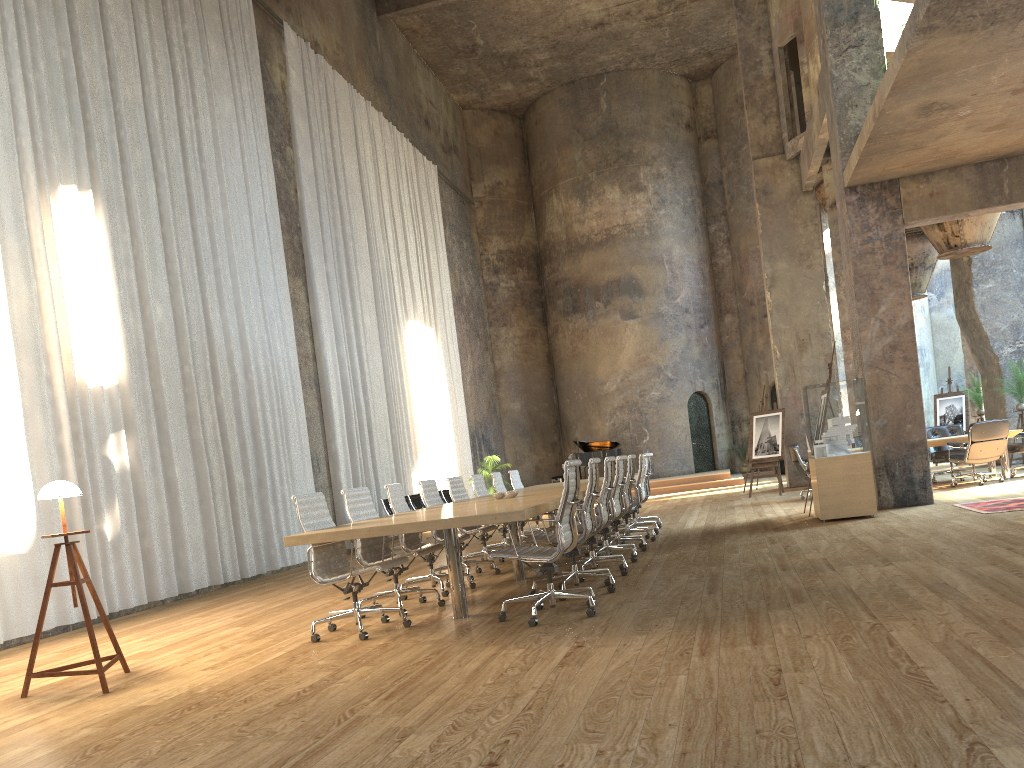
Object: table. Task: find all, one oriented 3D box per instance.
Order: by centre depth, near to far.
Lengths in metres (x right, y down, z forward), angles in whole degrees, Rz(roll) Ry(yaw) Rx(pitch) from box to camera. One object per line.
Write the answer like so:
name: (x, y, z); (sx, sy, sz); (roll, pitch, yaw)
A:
table: (0.269, 1.508, 9.187); (1.607, 0.758, 7.700); (-8, -6, 13)
table: (6.282, 1.207, 13.338); (2.420, 0.701, 1.102); (-8, -4, 14)

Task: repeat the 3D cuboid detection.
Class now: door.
door: (7.604, 1.183, 24.320); (0.110, 2.635, 0.908); (-8, 2, -34)
door: (5.308, 1.360, 24.903); (0.896, 2.300, 0.092); (-8, 2, -28)

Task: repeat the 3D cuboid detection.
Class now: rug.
rug: (6.030, 1.152, 9.063); (2.472, 0.009, 1.344); (-9, -6, 14)

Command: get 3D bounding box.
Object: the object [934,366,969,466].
object: (9.502, 0.676, 18.971); (0.707, 2.150, 0.678); (-6, 2, 43)

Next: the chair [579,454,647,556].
chair: (1.064, 1.299, 9.410); (0.702, 1.027, 0.662); (-7, 0, 19)

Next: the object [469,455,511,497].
object: (-0.464, 2.409, 20.614); (1.093, 1.458, 1.128); (-7, -1, 5)

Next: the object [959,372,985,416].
object: (9.418, 0.177, 17.806); (0.693, 0.941, 0.853); (-8, -2, 34)

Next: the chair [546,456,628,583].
chair: (0.638, 1.178, 7.685); (0.702, 1.027, 0.662); (-7, 0, 19)

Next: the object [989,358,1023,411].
object: (8.811, 0.012, 15.427); (0.863, 0.941, 0.685); (-8, -1, 17)

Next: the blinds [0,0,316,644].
blinds: (-4.327, -1.916, 9.596); (0.276, 8.653, 7.802); (-7, -1, 14)

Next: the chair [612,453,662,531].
chair: (1.661, 1.486, 11.991); (0.702, 1.027, 0.662); (-7, 0, 19)

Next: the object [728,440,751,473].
object: (6.643, 2.041, 25.045); (0.918, 0.992, 0.902); (-8, -2, 25)

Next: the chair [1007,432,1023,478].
chair: (7.704, 0.897, 12.967); (0.823, 0.894, 0.729); (-7, -1, 8)

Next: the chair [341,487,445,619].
chair: (-0.937, 1.312, 7.067); (0.703, 1.027, 0.661); (-7, 0, 22)

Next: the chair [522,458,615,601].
chair: (0.420, 1.115, 6.794); (0.702, 1.027, 0.662); (-7, 0, 17)

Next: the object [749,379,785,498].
object: (4.679, 0.979, 16.013); (0.678, 2.150, 0.706); (-8, 2, -44)

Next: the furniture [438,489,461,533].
furniture: (-0.925, 2.419, 17.118); (0.711, 0.841, 1.868); (-7, -4, 13)

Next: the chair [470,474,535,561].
chair: (-0.095, 1.557, 10.529); (0.702, 1.027, 0.662); (-7, 0, 19)

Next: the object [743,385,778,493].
object: (5.029, 1.124, 17.870); (0.689, 2.150, 0.695); (-6, 2, 40)

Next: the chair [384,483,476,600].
chair: (-0.732, 1.371, 7.897); (0.701, 1.027, 0.663); (-7, 0, 13)

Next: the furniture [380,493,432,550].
furniture: (-1.496, 2.256, 14.803); (0.711, 0.841, 1.868); (-7, -4, 13)

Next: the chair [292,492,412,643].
chair: (-1.116, 1.249, 6.222); (0.702, 1.027, 0.662); (-7, 0, 19)

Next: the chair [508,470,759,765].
chair: (3.072, 1.275, 11.584); (13.003, 1.031, 31.448); (-8, -6, 13)

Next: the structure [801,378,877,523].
structure: (3.750, 0.772, 10.116); (0.596, 1.549, 0.739); (-7, 1, 14)

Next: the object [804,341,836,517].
object: (3.910, 0.566, 10.977); (0.687, 2.150, 0.697); (-7, 1, 13)

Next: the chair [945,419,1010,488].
chair: (6.595, 0.992, 12.542); (0.727, 0.893, 0.825); (-7, -2, -13)

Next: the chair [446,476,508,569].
chair: (-0.307, 1.496, 9.657); (0.703, 1.027, 0.661); (-7, 0, 22)

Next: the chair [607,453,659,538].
chair: (1.489, 1.422, 11.145); (0.703, 1.027, 0.661); (-7, 0, 22)

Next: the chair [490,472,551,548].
chair: (0.123, 1.620, 11.419); (0.702, 1.027, 0.662); (-7, 0, 17)

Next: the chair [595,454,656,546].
chair: (1.292, 1.362, 10.313); (0.701, 1.027, 0.663); (-7, 0, 13)

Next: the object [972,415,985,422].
object: (9.584, 1.111, 17.800); (0.660, 0.974, 0.569); (-7, 0, 8)

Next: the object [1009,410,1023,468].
object: (9.059, 0.928, 15.344); (0.653, 0.973, 0.575); (-7, 0, -40)

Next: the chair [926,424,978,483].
chair: (6.945, 1.091, 13.947); (0.732, 0.893, 0.819); (-7, -2, 14)

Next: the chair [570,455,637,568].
chair: (0.850, 1.240, 8.557); (0.703, 1.027, 0.661); (-7, 0, 22)

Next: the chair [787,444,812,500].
chair: (4.776, 1.339, 13.727); (0.823, 0.894, 0.728); (-7, -1, 10)

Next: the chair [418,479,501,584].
chair: (-0.520, 1.436, 8.804); (0.702, 1.027, 0.662); (-7, 0, 19)

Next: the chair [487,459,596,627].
chair: (0.191, 1.051, 5.875); (0.703, 1.027, 0.662); (-7, 0, 19)

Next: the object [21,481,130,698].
object: (-2.637, 1.221, 5.333); (0.652, 1.299, 0.575); (-7, 1, -43)

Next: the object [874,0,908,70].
object: (4.750, -3.613, 9.535); (1.409, 1.811, 1.349); (-7, -1, 20)

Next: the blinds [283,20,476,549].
blinds: (-2.260, -1.326, 17.976); (0.276, 8.653, 7.802); (-7, -1, 14)
